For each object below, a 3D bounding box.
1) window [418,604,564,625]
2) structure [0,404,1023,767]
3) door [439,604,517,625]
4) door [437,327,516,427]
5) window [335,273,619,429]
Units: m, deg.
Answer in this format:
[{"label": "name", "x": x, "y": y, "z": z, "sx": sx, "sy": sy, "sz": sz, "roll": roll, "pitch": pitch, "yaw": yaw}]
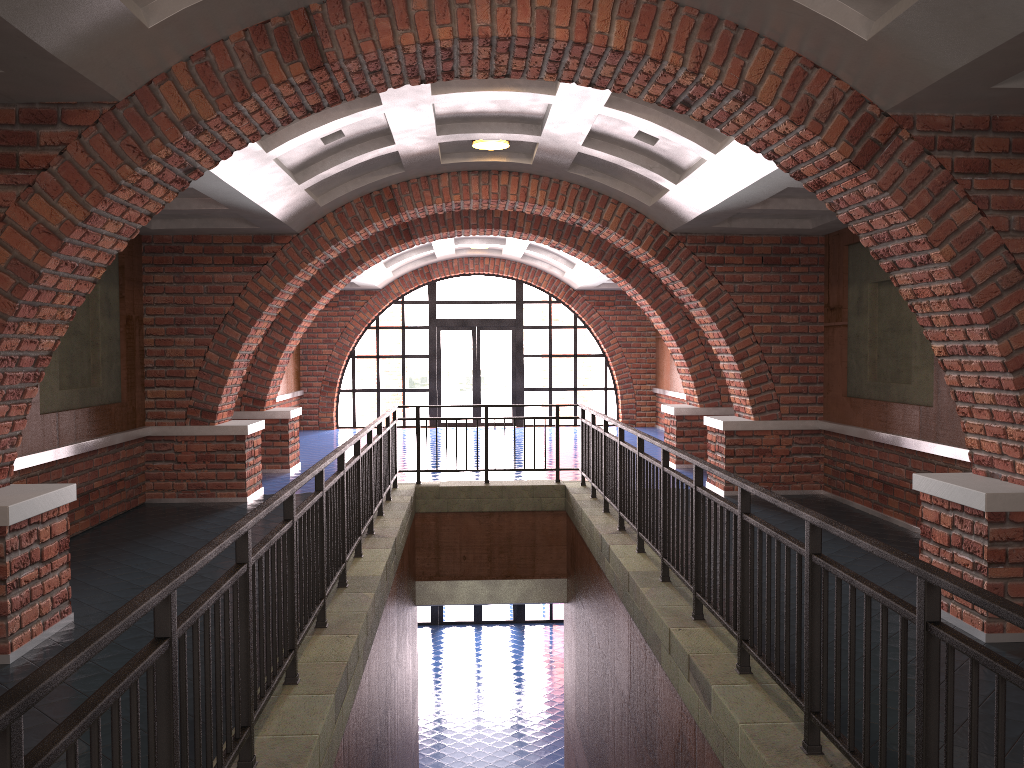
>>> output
[{"label": "window", "x": -0.713, "y": 3.664, "z": 19.802, "sx": 6.353, "sy": 3.471, "sz": 0.100, "roll": 0, "pitch": 2, "yaw": -3}, {"label": "structure", "x": 0.014, "y": 3.269, "z": 5.262, "sx": 2.464, "sy": 5.665, "sz": 11.177, "roll": 0, "pitch": 2, "yaw": -3}, {"label": "door", "x": -0.763, "y": 4.283, "z": 19.827, "sx": 1.754, "sy": 2.236, "sz": 0.040, "roll": 0, "pitch": 2, "yaw": -3}, {"label": "door", "x": -0.785, "y": -0.164, "z": 19.668, "sx": 1.754, "sy": 2.236, "sz": 0.040, "roll": 0, "pitch": 2, "yaw": -3}, {"label": "window", "x": -0.735, "y": -0.731, "z": 19.644, "sx": 6.353, "sy": 3.471, "sz": 0.100, "roll": 0, "pitch": 2, "yaw": -3}]
